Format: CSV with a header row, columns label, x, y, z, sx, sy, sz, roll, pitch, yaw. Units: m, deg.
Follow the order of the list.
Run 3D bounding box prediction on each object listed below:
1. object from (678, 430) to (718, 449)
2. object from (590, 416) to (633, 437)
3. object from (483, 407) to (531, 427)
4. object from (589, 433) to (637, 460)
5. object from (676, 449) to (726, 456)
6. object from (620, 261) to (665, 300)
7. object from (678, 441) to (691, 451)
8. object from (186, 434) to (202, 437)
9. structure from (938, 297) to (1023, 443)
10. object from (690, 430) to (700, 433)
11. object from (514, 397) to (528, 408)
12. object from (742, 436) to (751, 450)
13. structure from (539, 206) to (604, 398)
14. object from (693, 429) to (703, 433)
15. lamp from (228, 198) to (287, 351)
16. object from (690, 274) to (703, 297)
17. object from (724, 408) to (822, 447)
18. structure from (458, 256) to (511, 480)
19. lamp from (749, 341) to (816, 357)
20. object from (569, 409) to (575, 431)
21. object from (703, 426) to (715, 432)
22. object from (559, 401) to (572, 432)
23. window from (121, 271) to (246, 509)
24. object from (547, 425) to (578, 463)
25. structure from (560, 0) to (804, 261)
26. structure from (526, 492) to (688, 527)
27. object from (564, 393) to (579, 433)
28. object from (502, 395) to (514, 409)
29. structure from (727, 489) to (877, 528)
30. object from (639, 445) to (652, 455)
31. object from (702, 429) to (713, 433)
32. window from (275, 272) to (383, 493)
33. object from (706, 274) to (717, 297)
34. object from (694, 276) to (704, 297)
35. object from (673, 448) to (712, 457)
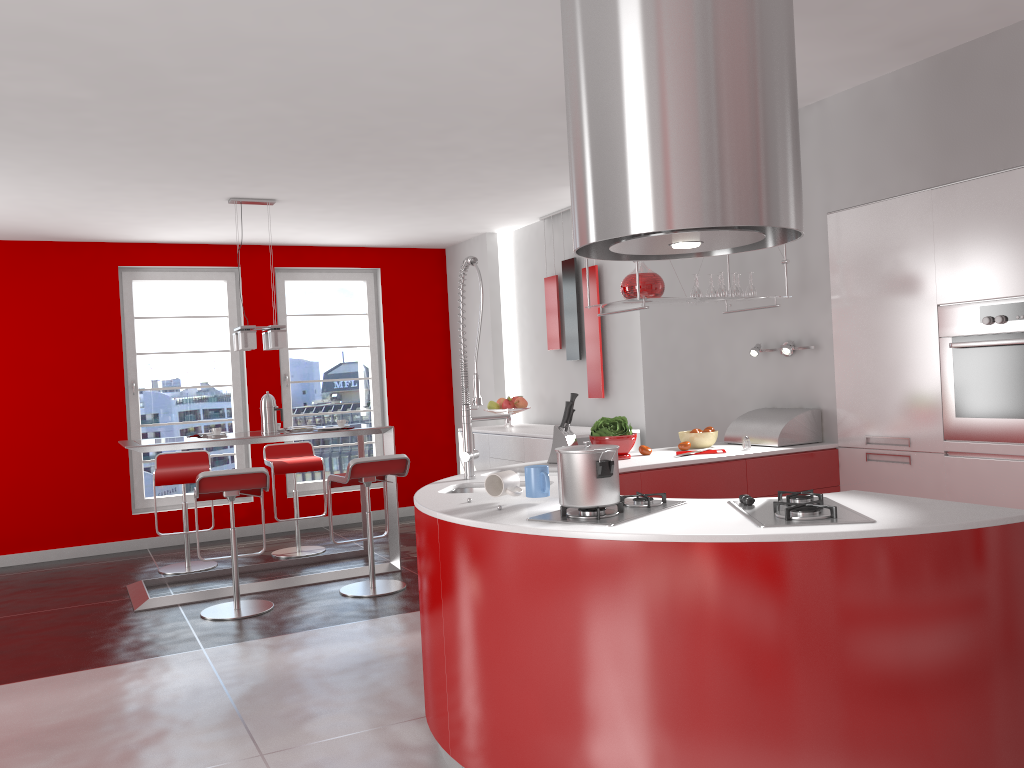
label,x,y,z,sx,sy,sz,roll,pitch,yaw
object,0.970,0.290,4.611,0.201,0.086,0.201,-3,1,-26
object,0.475,0.248,4.247,0.198,0.182,0.193,-3,1,-21
object,-0.034,0.279,7.369,0.398,0.159,0.398,-3,1,23
object,0.487,0.301,4.252,0.228,0.118,0.229,-3,1,34
object,0.921,0.334,4.324,0.266,0.006,0.168,-3,1,0
object,0.628,-0.531,4.289,0.213,0.266,0.213,-3,1,1
object,0.875,0.316,4.498,0.065,0.047,0.063,-3,1,-27
object,-2.205,0.358,6.126,0.095,0.012,0.234,-3,1,-28
structure,2.011,-0.052,3.635,0.050,0.589,0.599,-3,1,-27
object,0.943,0.262,4.571,0.066,0.049,0.062,-3,1,-19
object,0.081,0.156,7.326,0.097,0.101,0.121,-3,1,42
object,1.155,0.291,4.365,0.043,0.066,0.042,-3,1,-14
structure,0.468,-0.638,7.010,0.040,1.503,0.820,-3,1,-27
object,0.970,0.260,4.631,0.065,0.052,0.062,-3,1,-42
lamp,-1.757,-0.749,6.090,0.304,1.025,0.304,-3,1,-27
object,0.937,-0.487,4.513,0.060,0.141,0.060,-3,1,-27
object,1.355,0.220,4.633,0.300,0.170,0.400,-3,1,-27
structure,-0.142,-0.063,3.698,0.178,0.920,0.308,-3,1,17
lamp,1.403,-0.182,4.682,0.155,0.081,0.454,-3,1,-27
object,0.268,0.217,4.210,0.091,0.197,0.009,-3,1,34
object,1.030,0.252,4.641,0.055,0.058,0.066,-3,1,-41
object,0.236,0.222,4.167,0.130,0.279,0.012,-3,1,34
window,-2.866,0.031,7.800,0.938,2.038,0.117,-3,1,-27
object,0.241,0.282,4.201,0.137,0.178,0.091,-3,1,36
structure,0.474,-0.869,2.539,0.644,0.958,0.644,-3,1,29
structure,0.293,0.366,2.674,0.303,0.037,0.457,-3,1,38
object,0.258,0.204,4.184,0.150,0.322,0.014,-3,1,34
object,-0.041,0.156,7.276,0.097,0.133,0.117,-3,1,-37
structure,0.795,0.341,2.493,0.303,0.037,0.457,-3,1,3
object,0.656,0.326,4.364,0.063,0.048,0.064,-3,1,41
object,1.009,0.258,4.583,0.066,0.049,0.062,-3,1,-30
window,-1.707,-0.035,8.386,0.938,2.038,0.117,-3,1,-27
object,1.025,-0.492,4.559,0.060,0.141,0.060,-3,1,-27
object,0.966,-0.490,4.621,0.060,0.141,0.060,-3,1,40
object,0.880,0.330,4.284,0.041,0.008,0.375,-3,1,40
